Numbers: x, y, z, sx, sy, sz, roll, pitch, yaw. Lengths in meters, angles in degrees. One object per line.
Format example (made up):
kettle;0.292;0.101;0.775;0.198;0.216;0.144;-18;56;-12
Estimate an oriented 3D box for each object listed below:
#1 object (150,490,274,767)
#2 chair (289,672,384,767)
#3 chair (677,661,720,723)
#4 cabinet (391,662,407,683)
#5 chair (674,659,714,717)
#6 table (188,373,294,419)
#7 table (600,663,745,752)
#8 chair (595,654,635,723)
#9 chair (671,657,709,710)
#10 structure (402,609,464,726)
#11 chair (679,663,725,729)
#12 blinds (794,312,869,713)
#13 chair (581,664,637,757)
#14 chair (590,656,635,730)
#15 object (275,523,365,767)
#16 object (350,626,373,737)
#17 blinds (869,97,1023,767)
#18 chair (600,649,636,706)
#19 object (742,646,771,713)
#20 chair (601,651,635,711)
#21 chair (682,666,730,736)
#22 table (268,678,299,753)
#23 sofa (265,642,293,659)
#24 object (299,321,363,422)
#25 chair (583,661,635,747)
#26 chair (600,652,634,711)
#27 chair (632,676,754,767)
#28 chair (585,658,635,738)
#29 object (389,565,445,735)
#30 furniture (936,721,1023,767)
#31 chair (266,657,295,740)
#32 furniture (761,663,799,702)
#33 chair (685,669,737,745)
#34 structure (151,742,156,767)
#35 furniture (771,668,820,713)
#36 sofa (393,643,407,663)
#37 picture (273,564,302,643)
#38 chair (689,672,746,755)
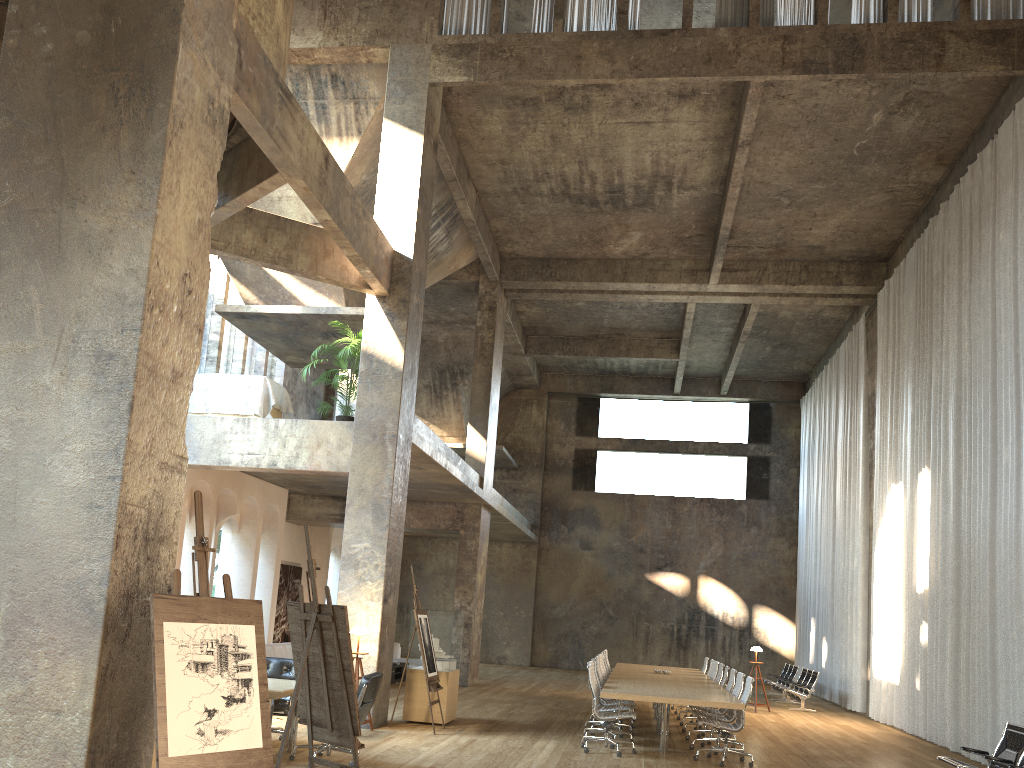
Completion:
object;-1.605;1.612;4.602;0.686;2.104;0.714;-1;-10;35
chair;-1.740;3.276;8.673;0.820;0.875;0.746;3;-10;5
chair;3.176;5.218;14.969;0.698;1.005;0.680;3;-10;8
cabinet;-2.515;5.987;18.209;0.395;0.361;1.599;2;-14;9
chair;3.298;5.447;15.809;0.698;1.005;0.680;1;-10;17
table;-4.305;0.325;13.497;1.747;0.786;1.142;2;-12;9
table;2.312;4.924;13.587;1.599;0.742;7.901;2;-15;9
chair;1.661;4.897;14.165;0.698;1.005;0.680;1;-10;17
chair;3.391;5.678;16.661;0.698;1.005;0.680;2;-10;14
structure;-1.094;3.962;12.367;0.594;1.516;0.759;3;-9;9
chair;3.056;4.968;14.052;0.698;1.005;0.680;2;-10;14
blinds;7.980;3.615;22.455;0.275;8.468;8.010;3;-11;8
chair;1.196;3.952;10.692;0.698;1.005;0.680;2;-10;14
chair;1.534;4.661;13.301;0.698;1.005;0.680;2;-10;14
object;-1.442;2.115;6.471;0.704;2.104;0.695;-3;-11;40
object;-2.016;3.618;10.793;0.570;1.271;0.672;3;-9;9
blinds;6.752;1.292;13.947;0.275;8.468;8.011;3;-11;10
chair;2.050;5.638;16.878;0.698;1.005;0.680;2;-10;15
object;4.817;5.925;17.696;0.573;1.271;0.669;-4;-12;41
chair;1.914;5.384;15.948;0.698;1.005;0.680;2;-10;12
chair;2.929;4.733;13.188;0.698;1.005;0.680;1;-10;17
table;-3.280;3.321;8.905;2.407;0.686;1.131;2;-13;9
sofa;-3.615;5.170;16.085;2.062;0.706;2.999;2;-14;9
object;-2.355;-0.126;13.182;1.400;1.773;1.387;1;-10;15
chair;1.283;4.182;11.546;0.698;1.005;0.680;1;-10;17
chair;1.786;5.138;15.047;0.698;1.005;0.680;2;-10;14
chair;-0.255;3.924;10.959;12.938;1.010;32.266;2;-15;9
chair;1.396;4.411;12.387;0.698;1.005;0.680;3;-10;8
object;-1.180;3.460;11.523;0.684;2.104;0.715;3;-8;8
furniture;4.639;3.640;8.209;0.707;0.823;1.917;3;-14;9
chair;-2.676;3.438;9.548;0.729;0.874;0.840;4;-11;3
furniture;6.512;7.285;21.574;0.707;0.823;1.917;3;-14;9
chair;2.804;4.492;12.306;0.698;1.005;0.680;2;-10;14
structure;-2.668;2.414;5.883;0.742;0.994;0.752;3;-10;9
furniture;6.173;6.645;19.231;0.707;0.823;1.917;3;-14;9
sofa;-3.021;6.297;20.209;2.065;0.707;1.097;2;-13;8
picture;-5.074;4.961;19.770;0.069;1.734;1.537;3;-11;9
chair;2.676;4.246;11.405;0.698;1.005;0.680;2;-10;12
